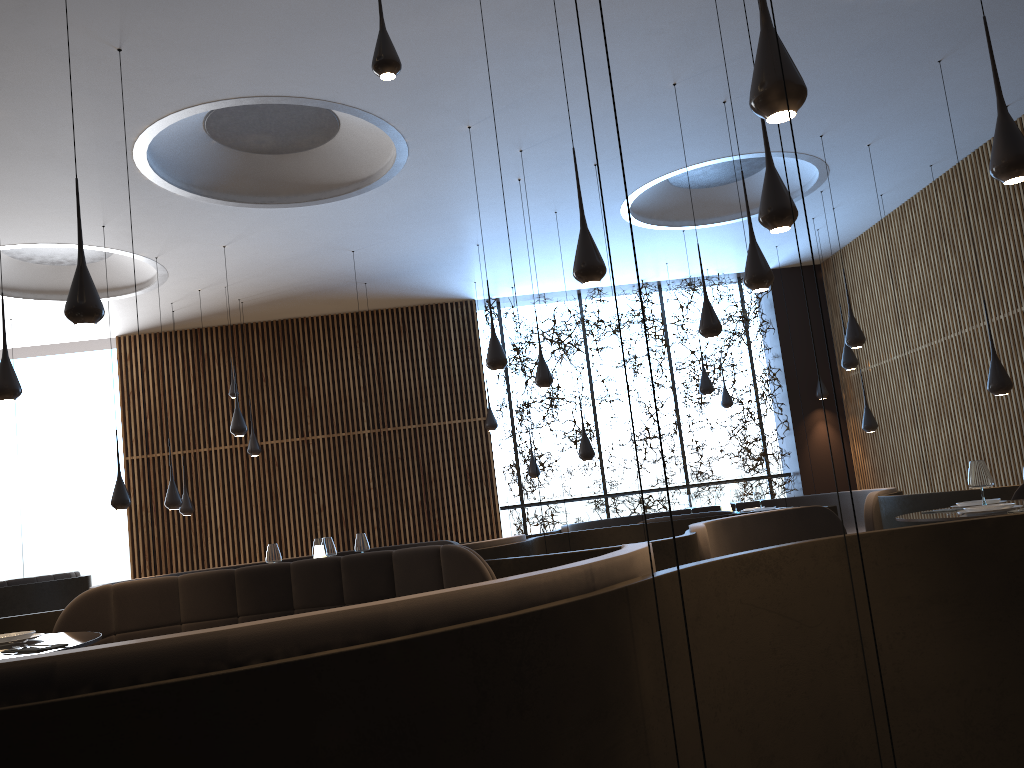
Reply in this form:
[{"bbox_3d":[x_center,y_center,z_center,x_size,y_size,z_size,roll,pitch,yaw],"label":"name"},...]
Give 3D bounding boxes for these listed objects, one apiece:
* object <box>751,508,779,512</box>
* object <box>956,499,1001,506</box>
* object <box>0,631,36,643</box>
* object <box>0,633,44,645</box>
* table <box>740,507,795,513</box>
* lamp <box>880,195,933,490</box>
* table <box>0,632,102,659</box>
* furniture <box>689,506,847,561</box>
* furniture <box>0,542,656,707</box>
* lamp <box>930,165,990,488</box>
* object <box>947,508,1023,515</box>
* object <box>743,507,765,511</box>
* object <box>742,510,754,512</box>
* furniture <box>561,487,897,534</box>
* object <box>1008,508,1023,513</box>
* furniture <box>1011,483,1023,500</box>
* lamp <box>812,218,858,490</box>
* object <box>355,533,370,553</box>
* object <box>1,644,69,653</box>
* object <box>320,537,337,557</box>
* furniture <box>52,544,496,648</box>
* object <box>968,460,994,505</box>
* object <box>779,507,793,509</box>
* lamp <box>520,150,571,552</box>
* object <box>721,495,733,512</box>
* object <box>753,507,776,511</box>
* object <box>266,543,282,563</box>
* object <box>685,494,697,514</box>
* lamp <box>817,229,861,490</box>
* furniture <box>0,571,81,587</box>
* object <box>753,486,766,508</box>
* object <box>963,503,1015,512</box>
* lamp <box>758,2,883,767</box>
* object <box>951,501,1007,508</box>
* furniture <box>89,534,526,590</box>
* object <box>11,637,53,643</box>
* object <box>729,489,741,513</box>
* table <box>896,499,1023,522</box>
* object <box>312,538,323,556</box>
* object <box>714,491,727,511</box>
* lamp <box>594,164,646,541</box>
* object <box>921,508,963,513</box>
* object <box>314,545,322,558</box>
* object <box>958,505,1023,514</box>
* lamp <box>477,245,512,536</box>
[{"bbox_3d":[2.993,1.493,10.488,0.331,0.014,0.333,-4,-9,-18],"label":"object"},{"bbox_3d":[3.030,0.774,5.756,0.263,0.029,0.264,-7,-8,3],"label":"object"},{"bbox_3d":[-2.225,1.114,3.865,0.264,0.029,0.263,-12,-10,34],"label":"object"},{"bbox_3d":[-2.224,1.123,3.864,0.332,0.014,0.332,-12,-10,31],"label":"object"},{"bbox_3d":[2.690,2.101,10.782,1.672,1.021,1.678,1,-11,-42],"label":"table"},{"bbox_3d":[5.065,0.680,10.902,0.196,6.256,0.196,-8,-7,12],"label":"lamp"},{"bbox_3d":[-2.425,1.595,3.320,1.676,1.021,1.674,-12,-9,31],"label":"table"},{"bbox_3d":[1.950,1.433,6.261,0.903,1.044,2.532,-13,-10,38],"label":"furniture"},{"bbox_3d":[-1.248,1.200,2.449,3.932,1.044,1.988,-6,-8,-7],"label":"furniture"},{"bbox_3d":[5.279,0.523,10.021,0.196,6.256,0.196,-9,-7,21],"label":"lamp"},{"bbox_3d":[2.696,0.714,5.010,0.204,0.012,0.412,-3,-9,-24],"label":"object"},{"bbox_3d":[3.050,1.577,11.166,0.263,0.029,0.264,-5,-9,-12],"label":"object"},{"bbox_3d":[3.051,1.586,11.165,0.331,0.014,0.333,-6,-8,-5],"label":"object"},{"bbox_3d":[2.611,1.983,10.545,3.789,1.044,3.899,-3,-9,-26],"label":"furniture"},{"bbox_3d":[2.782,0.666,4.718,0.262,0.017,0.127,-4,-9,-20],"label":"object"},{"bbox_3d":[3.917,0.960,4.901,1.985,1.044,3.939,-11,-9,28],"label":"furniture"},{"bbox_3d":[4.424,0.855,11.569,0.196,6.256,0.196,-8,-7,12],"label":"lamp"},{"bbox_3d":[-1.422,1.568,8.419,0.142,0.294,0.142,-9,-8,18],"label":"object"},{"bbox_3d":[-1.831,1.015,3.402,0.262,0.017,0.126,-12,-10,32],"label":"object"},{"bbox_3d":[-1.626,1.508,7.858,0.142,0.294,0.142,-2,-9,-32],"label":"object"},{"bbox_3d":[-1.278,1.521,4.831,2.531,1.057,0.934,-7,-8,2],"label":"furniture"},{"bbox_3d":[2.902,0.620,5.486,0.142,0.294,0.142,-5,-7,-16],"label":"object"},{"bbox_3d":[3.244,1.495,10.657,0.126,0.017,0.263,0,-11,-37],"label":"object"},{"bbox_3d":[0.453,0.825,8.218,0.196,6.256,0.196,-11,-8,31],"label":"lamp"},{"bbox_3d":[2.617,1.484,10.857,0.144,0.231,0.143,-4,-8,-23],"label":"object"},{"bbox_3d":[2.992,1.483,10.489,0.263,0.029,0.264,-4,-9,-15],"label":"object"},{"bbox_3d":[-2.158,1.598,8.038,0.142,0.294,0.142,0,-10,-42],"label":"object"},{"bbox_3d":[2.215,1.518,10.976,0.142,0.294,0.142,-6,-7,-9],"label":"object"},{"bbox_3d":[4.680,0.908,12.130,0.196,6.256,0.196,-4,-7,-18],"label":"lamp"},{"bbox_3d":[-5.605,2.787,10.342,0.930,1.057,2.541,-6,-8,-7],"label":"furniture"},{"bbox_3d":[2.999,1.390,10.735,0.142,0.294,0.142,-13,-9,39],"label":"object"},{"bbox_3d":[2.697,0.702,5.008,0.263,0.029,0.264,-5,-9,-14],"label":"object"},{"bbox_3d":[1.306,0.884,3.348,0.196,6.256,0.196,-13,-9,41],"label":"lamp"},{"bbox_3d":[3.031,0.784,5.755,0.331,0.014,0.333,-4,-9,-16],"label":"object"},{"bbox_3d":[-1.775,2.174,8.181,3.788,1.115,3.896,-2,-9,-28],"label":"furniture"},{"bbox_3d":[-2.220,1.124,3.862,0.411,0.012,0.204,-11,-9,26],"label":"object"},{"bbox_3d":[2.805,1.476,11.161,0.142,0.294,0.142,-6,-7,-3],"label":"object"},{"bbox_3d":[3.230,1.205,5.187,1.671,1.021,1.679,-5,-8,-14],"label":"table"},{"bbox_3d":[-1.862,1.644,8.582,0.142,0.294,0.142,-1,-9,-37],"label":"object"},{"bbox_3d":[2.462,1.414,10.472,0.142,0.294,0.142,-5,-7,-11],"label":"object"},{"bbox_3d":[1.228,0.819,8.791,0.196,6.256,0.196,-11,-8,31],"label":"lamp"},{"bbox_3d":[2.753,0.807,5.639,0.126,0.017,0.263,-3,-9,-26],"label":"object"},{"bbox_3d":[-1.786,1.614,8.233,0.144,0.231,0.142,-8,-8,12],"label":"object"},{"bbox_3d":[2.698,0.711,5.007,0.332,0.014,0.332,-11,-10,28],"label":"object"},{"bbox_3d":[-0.071,1.302,11.002,0.196,6.256,0.196,-13,-9,41],"label":"lamp"}]
